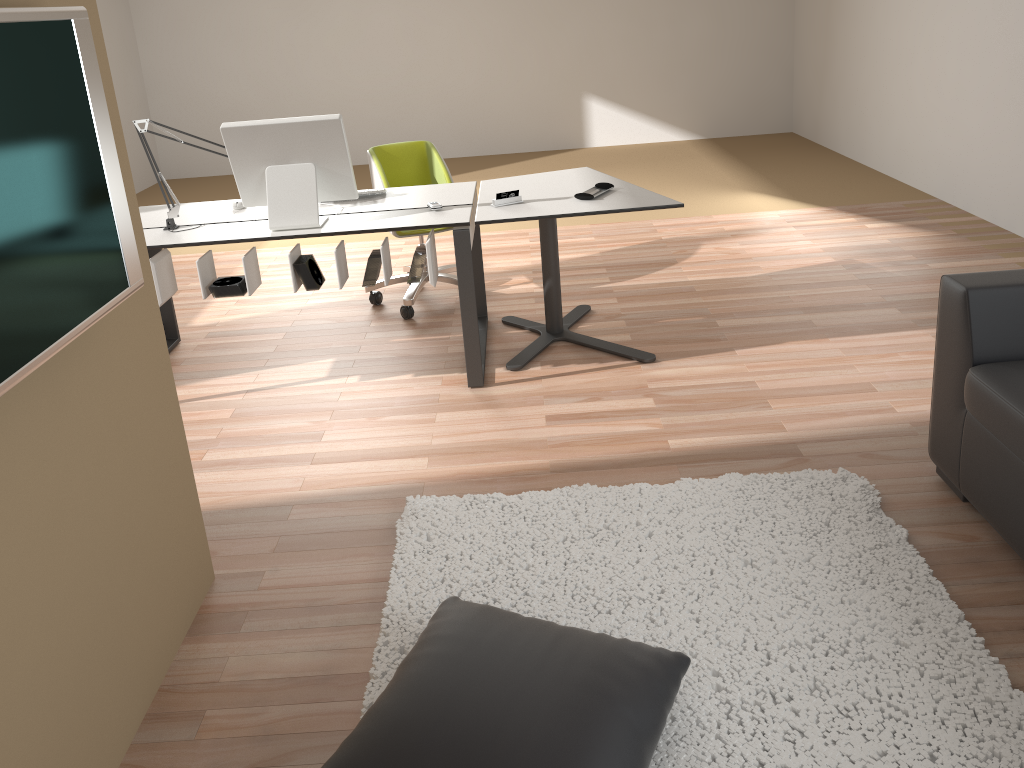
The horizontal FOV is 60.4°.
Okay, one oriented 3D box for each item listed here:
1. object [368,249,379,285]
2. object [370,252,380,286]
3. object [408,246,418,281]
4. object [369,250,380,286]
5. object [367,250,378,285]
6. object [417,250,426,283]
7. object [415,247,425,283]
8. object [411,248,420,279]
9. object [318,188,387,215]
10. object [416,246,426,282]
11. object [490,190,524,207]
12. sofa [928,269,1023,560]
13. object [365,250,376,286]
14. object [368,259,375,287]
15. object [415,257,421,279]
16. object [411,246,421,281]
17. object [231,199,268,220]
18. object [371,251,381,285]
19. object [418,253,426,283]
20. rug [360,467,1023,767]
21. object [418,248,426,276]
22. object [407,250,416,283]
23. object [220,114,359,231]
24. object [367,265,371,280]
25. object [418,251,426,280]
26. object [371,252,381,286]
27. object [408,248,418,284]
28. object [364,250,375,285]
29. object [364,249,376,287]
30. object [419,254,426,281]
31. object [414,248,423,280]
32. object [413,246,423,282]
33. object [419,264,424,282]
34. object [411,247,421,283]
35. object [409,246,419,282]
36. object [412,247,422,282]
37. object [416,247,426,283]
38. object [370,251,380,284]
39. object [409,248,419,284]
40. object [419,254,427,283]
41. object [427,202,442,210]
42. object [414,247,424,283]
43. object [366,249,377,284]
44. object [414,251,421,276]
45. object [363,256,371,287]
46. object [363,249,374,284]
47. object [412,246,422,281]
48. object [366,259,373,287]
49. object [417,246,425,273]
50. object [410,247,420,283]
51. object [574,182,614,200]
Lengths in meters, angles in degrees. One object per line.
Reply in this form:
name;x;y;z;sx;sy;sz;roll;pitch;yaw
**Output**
object;-0.551;-0.462;3.497;0.040;0.109;0.138;-4;21;2
object;-0.541;-0.463;3.496;0.040;0.109;0.138;-4;21;2
object;-0.394;-0.473;3.494;0.040;0.109;0.138;-4;21;2
object;-0.546;-0.463;3.496;0.040;0.109;0.138;-4;21;2
object;-0.553;-0.462;3.496;0.039;0.109;0.138;-4;21;2
object;-0.356;-0.476;3.493;0.039;0.109;0.138;-4;21;2
object;-0.365;-0.476;3.493;0.040;0.109;0.138;-4;21;2
object;-0.383;-0.474;3.493;0.039;0.109;0.138;-4;21;2
object;-0.786;-0.780;3.865;0.456;0.077;0.403;-6;23;-3
object;-0.362;-0.476;3.493;0.040;0.109;0.138;-4;21;2
object;-0.023;-0.766;3.614;0.131;0.053;0.050;-14;23;-22
sofa;1.695;0.319;1.525;0.951;0.804;2.350;-4;23;1
object;-0.562;-0.461;3.497;0.040;0.109;0.138;-4;21;2
object;-0.548;-0.462;3.496;0.040;0.109;0.138;-4;21;2
object;-0.367;-0.476;3.493;0.039;0.109;0.138;-4;21;2
object;-0.383;-0.474;3.493;0.040;0.109;0.138;-4;21;2
object;-1.151;-0.749;3.858;0.141;0.077;0.383;-12;24;-18
object;-0.539;-0.463;3.496;0.040;0.109;0.138;-4;21;2
object;-0.353;-0.476;3.493;0.040;0.109;0.138;-4;21;2
rug;0.375;0.728;1.812;1.448;0.044;2.107;-4;23;1
object;-0.358;-0.476;3.493;0.039;0.109;0.138;-4;21;2
object;-0.397;-0.473;3.494;0.040;0.109;0.138;-4;21;2
object;-0.868;-0.839;3.479;0.466;0.416;0.205;-4;19;1
object;-0.558;-0.462;3.497;0.039;0.109;0.138;-4;21;2
object;-0.355;-0.476;3.493;0.040;0.109;0.138;-4;21;2
object;-0.537;-0.463;3.496;0.040;0.109;0.138;-4;21;2
object;-0.392;-0.474;3.494;0.040;0.109;0.138;-4;21;2
object;-0.567;-0.461;3.497;0.040;0.109;0.138;-4;21;2
object;-0.564;-0.461;3.497;0.040;0.109;0.138;-4;21;2
object;-0.351;-0.477;3.493;0.040;0.109;0.138;-4;21;2
object;-0.371;-0.475;3.493;0.040;0.109;0.138;-4;21;2
object;-0.374;-0.475;3.493;0.040;0.109;0.138;-4;21;2
object;-0.349;-0.477;3.493;0.039;0.109;0.138;-4;21;2
object;-0.381;-0.474;3.493;0.040;0.109;0.138;-4;21;2
object;-0.390;-0.474;3.494;0.040;0.109;0.138;-4;21;2
object;-0.376;-0.475;3.493;0.039;0.109;0.138;-4;21;2
object;-0.360;-0.476;3.493;0.040;0.109;0.138;-4;21;2
object;-0.544;-0.463;3.496;0.040;0.109;0.138;-4;21;2
object;-0.387;-0.474;3.494;0.040;0.109;0.138;-4;21;2
object;-0.348;-0.477;3.493;0.040;0.109;0.138;-4;21;2
object;-0.318;-0.732;3.617;0.047;0.020;0.087;-12;24;-17
object;-0.369;-0.475;3.493;0.040;0.109;0.138;-4;21;2
object;-0.560;-0.462;3.497;0.040;0.109;0.138;-4;21;2
object;-0.374;-0.475;3.493;0.039;0.109;0.138;-4;21;2
object;-0.569;-0.461;3.497;0.040;0.109;0.138;-4;21;2
object;-0.571;-0.461;3.497;0.040;0.109;0.138;-4;21;2
object;-0.378;-0.475;3.493;0.040;0.109;0.138;-4;21;2
object;-0.556;-0.462;3.497;0.039;0.109;0.138;-4;21;2
object;-0.365;-0.476;3.493;0.039;0.109;0.138;-4;21;2
object;-0.385;-0.474;3.493;0.040;0.109;0.138;-4;21;2
object;0.343;-0.802;3.658;0.090;0.029;0.223;9;27;28
